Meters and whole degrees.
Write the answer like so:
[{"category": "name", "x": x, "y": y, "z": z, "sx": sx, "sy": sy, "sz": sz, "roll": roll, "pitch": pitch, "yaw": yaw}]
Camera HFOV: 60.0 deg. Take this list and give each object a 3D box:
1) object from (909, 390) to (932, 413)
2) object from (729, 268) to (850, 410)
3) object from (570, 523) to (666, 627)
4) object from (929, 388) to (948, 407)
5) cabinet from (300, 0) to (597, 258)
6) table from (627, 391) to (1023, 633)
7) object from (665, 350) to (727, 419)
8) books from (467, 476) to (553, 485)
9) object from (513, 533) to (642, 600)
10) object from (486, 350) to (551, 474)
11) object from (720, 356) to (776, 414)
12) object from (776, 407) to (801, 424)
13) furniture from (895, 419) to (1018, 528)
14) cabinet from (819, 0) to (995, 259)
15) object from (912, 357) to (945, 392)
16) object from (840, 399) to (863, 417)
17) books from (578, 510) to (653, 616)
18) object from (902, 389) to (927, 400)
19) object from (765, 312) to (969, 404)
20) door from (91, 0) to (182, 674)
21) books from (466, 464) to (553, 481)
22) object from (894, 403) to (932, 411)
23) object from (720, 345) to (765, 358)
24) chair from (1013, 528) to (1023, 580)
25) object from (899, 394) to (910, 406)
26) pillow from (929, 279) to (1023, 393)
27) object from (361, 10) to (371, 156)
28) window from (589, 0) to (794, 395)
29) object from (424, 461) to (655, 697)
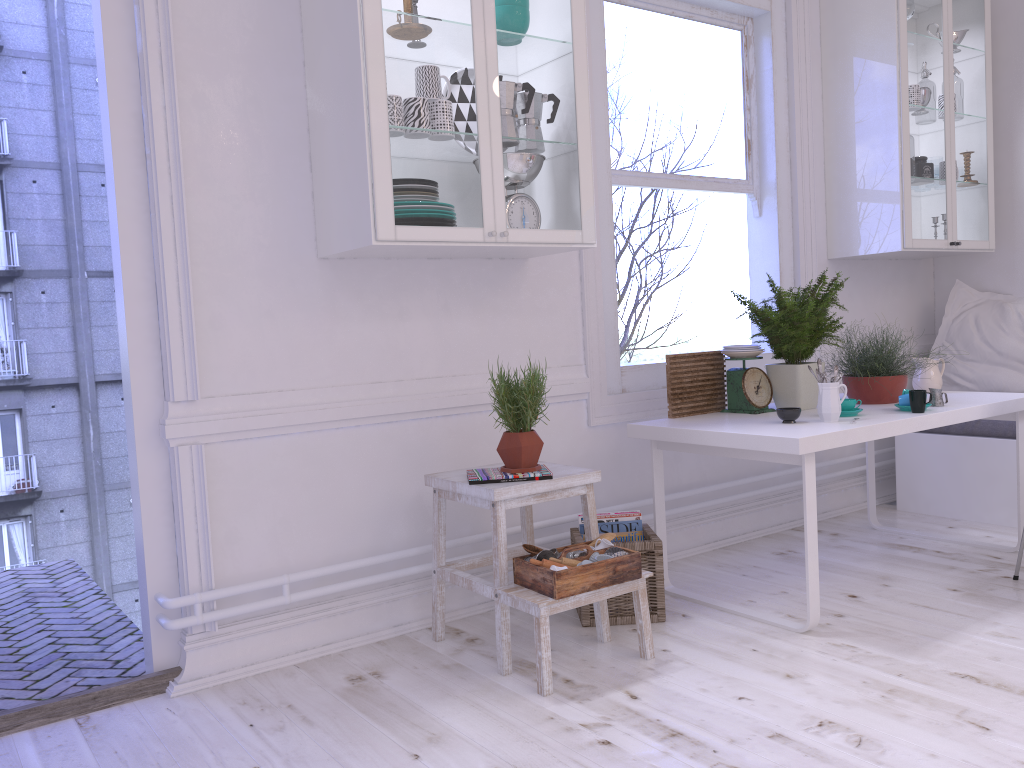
[{"category": "object", "x": 1.393, "y": 0.060, "z": 3.033, "sx": 0.055, "sy": 0.077, "sz": 0.070, "roll": -4, "pitch": 4, "yaw": -9}, {"category": "object", "x": 1.066, "y": -0.167, "z": 3.335, "sx": 0.438, "sy": 0.527, "sz": 0.368, "roll": -6, "pitch": 4, "yaw": -35}, {"category": "object", "x": 0.354, "y": 0.643, "z": 3.014, "sx": 0.276, "sy": 0.270, "sz": 0.276, "roll": -3, "pitch": 4, "yaw": -2}, {"category": "object", "x": 1.541, "y": 0.046, "z": 3.215, "sx": 0.066, "sy": 0.067, "sz": 0.052, "roll": -6, "pitch": 4, "yaw": -34}, {"category": "cabinet", "x": -0.189, "y": -1.078, "z": 2.810, "sx": 0.823, "sy": 1.311, "sz": 0.425, "roll": -6, "pitch": 4, "yaw": -35}, {"category": "table", "x": 1.257, "y": 0.398, "z": 3.334, "sx": 1.514, "sy": 0.619, "sz": 0.736, "roll": -6, "pitch": 4, "yaw": -35}, {"category": "object", "x": 0.700, "y": -0.001, "z": 3.354, "sx": 0.294, "sy": 0.237, "sz": 0.028, "roll": -6, "pitch": 4, "yaw": -35}, {"category": "books", "x": -0.011, "y": 0.276, "z": 2.677, "sx": 0.246, "sy": 0.011, "sz": 0.180, "roll": -3, "pitch": 4, "yaw": -5}, {"category": "object", "x": 0.197, "y": 0.507, "z": 2.537, "sx": 0.358, "sy": 0.110, "sz": 0.211, "roll": -5, "pitch": 4, "yaw": -33}, {"category": "object", "x": 0.027, "y": 0.076, "z": 2.687, "sx": 0.196, "sy": 0.367, "sz": 0.186, "roll": -2, "pitch": 4, "yaw": 10}, {"category": "object", "x": 0.890, "y": 0.003, "z": 3.356, "sx": 0.159, "sy": 0.208, "sz": 0.185, "roll": -6, "pitch": 4, "yaw": -35}, {"category": "object", "x": 0.923, "y": 0.105, "z": 2.952, "sx": 0.082, "sy": 0.048, "sz": 0.079, "roll": -2, "pitch": 4, "yaw": 15}, {"category": "furniture", "x": 3.073, "y": 0.368, "z": 3.155, "sx": 0.769, "sy": 0.508, "sz": 3.296, "roll": -6, "pitch": 4, "yaw": -35}, {"category": "cabinet", "x": 1.948, "y": -1.286, "z": 4.311, "sx": 0.823, "sy": 1.311, "sz": 0.425, "roll": -6, "pitch": 4, "yaw": -35}, {"category": "object", "x": 1.754, "y": -0.041, "z": 3.743, "sx": 0.115, "sy": 0.152, "sz": 0.127, "roll": 0, "pitch": 5, "yaw": 37}, {"category": "object", "x": 1.152, "y": 0.082, "z": 3.074, "sx": 0.121, "sy": 0.055, "sz": 0.121, "roll": -3, "pitch": 4, "yaw": 5}, {"category": "books", "x": 0.352, "y": 0.608, "z": 3.025, "sx": 0.221, "sy": 0.306, "sz": 0.205, "roll": -3, "pitch": 4, "yaw": -2}, {"category": "object", "x": 1.424, "y": 0.048, "z": 3.143, "sx": 0.082, "sy": 0.059, "sz": 0.069, "roll": -1, "pitch": 4, "yaw": 33}, {"category": "object", "x": 1.418, "y": -0.095, "z": 3.467, "sx": 0.668, "sy": 0.367, "sz": 0.531, "roll": -4, "pitch": 4, "yaw": -10}, {"category": "door", "x": -1.737, "y": -0.334, "z": 2.679, "sx": 1.009, "sy": 2.474, "sz": 1.021, "roll": -6, "pitch": 4, "yaw": -35}, {"category": "books", "x": -0.011, "y": 0.267, "z": 2.677, "sx": 0.246, "sy": 0.007, "sz": 0.180, "roll": -3, "pitch": 4, "yaw": -5}, {"category": "object", "x": 1.413, "y": 0.082, "z": 3.125, "sx": 0.121, "sy": 0.021, "sz": 0.121, "roll": -3, "pitch": 4, "yaw": 5}, {"category": "object", "x": 0.873, "y": -0.123, "z": 3.355, "sx": 0.164, "sy": 0.047, "sz": 0.163, "roll": -2, "pitch": 4, "yaw": 14}, {"category": "chair", "x": 1.973, "y": 0.277, "z": 2.875, "sx": 0.604, "sy": 0.845, "sz": 0.483, "roll": -2, "pitch": 4, "yaw": 10}, {"category": "object", "x": 1.402, "y": 0.057, "z": 3.112, "sx": 0.080, "sy": 0.058, "sz": 0.069, "roll": -1, "pitch": 4, "yaw": 28}, {"category": "pillow", "x": 2.414, "y": -0.219, "z": 4.467, "sx": 0.677, "sy": 0.642, "sz": 0.374, "roll": -1, "pitch": 4, "yaw": 25}, {"category": "object", "x": -0.202, "y": -1.078, "z": 2.827, "sx": 0.811, "sy": 0.651, "sz": 0.376, "roll": -6, "pitch": 4, "yaw": -35}, {"category": "window", "x": 0.759, "y": -0.892, "z": 3.897, "sx": 1.234, "sy": 1.782, "sz": 0.181, "roll": -6, "pitch": 4, "yaw": -35}, {"category": "object", "x": 0.067, "y": 0.544, "z": 2.700, "sx": 0.418, "sy": 0.534, "sz": 0.599, "roll": -6, "pitch": 4, "yaw": -35}]
